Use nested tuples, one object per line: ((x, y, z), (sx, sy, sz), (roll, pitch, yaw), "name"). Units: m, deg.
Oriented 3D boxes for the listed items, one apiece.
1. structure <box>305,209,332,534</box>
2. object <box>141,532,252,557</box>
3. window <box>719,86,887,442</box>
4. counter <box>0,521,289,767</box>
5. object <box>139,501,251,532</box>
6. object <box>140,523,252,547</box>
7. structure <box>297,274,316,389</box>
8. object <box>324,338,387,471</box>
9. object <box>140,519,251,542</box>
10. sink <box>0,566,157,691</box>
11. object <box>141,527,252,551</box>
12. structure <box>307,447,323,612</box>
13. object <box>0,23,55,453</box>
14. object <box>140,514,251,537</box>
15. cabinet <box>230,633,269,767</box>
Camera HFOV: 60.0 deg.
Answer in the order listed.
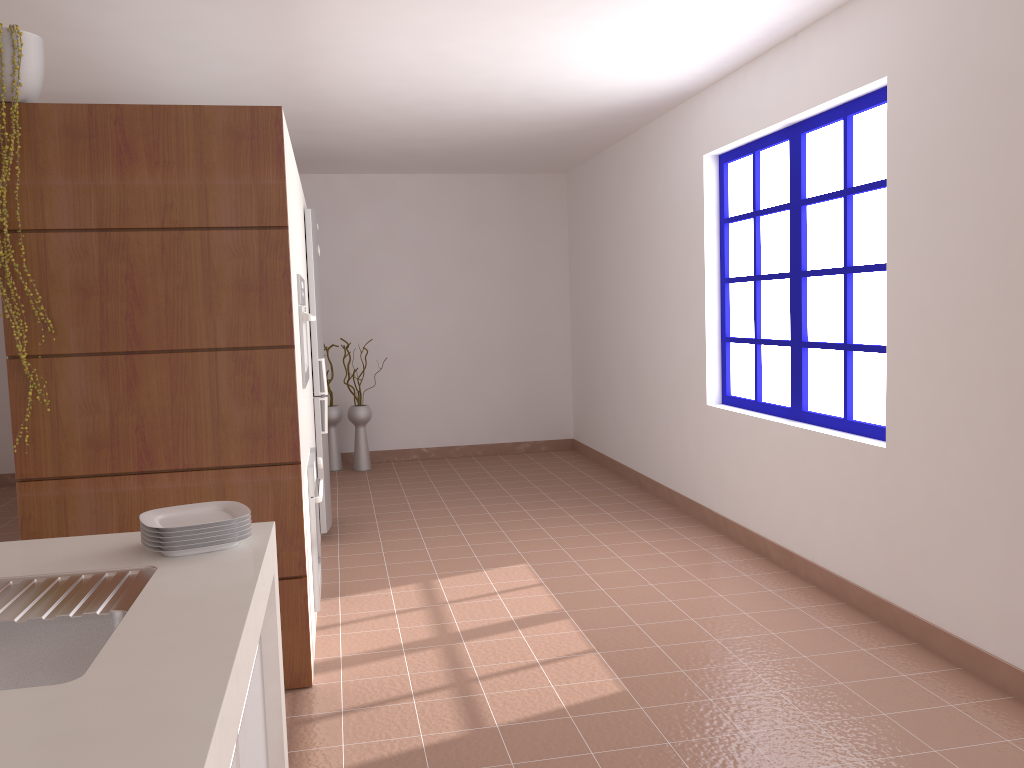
((-1.147, -0.090, 5.288), (0.089, 1.862, 0.604), (-3, 5, -11), "structure")
((-0.706, 0.350, 1.988), (0.228, 0.020, 0.228), (-5, 6, -29), "object")
((1.389, -0.531, 4.302), (0.035, 1.430, 1.699), (-3, 5, -11), "window")
((-0.764, 0.840, 1.098), (0.821, 0.800, 2.156), (-3, 5, -11), "counter")
((-0.708, 0.300, 1.984), (0.228, 0.020, 0.228), (-5, 6, -29), "object")
((-0.707, 0.330, 1.986), (0.228, 0.020, 0.228), (-5, 6, -29), "object")
((-0.874, -0.232, 3.816), (0.056, 0.454, 0.614), (-3, 5, -11), "structure")
((-1.305, 0.168, 7.388), (0.655, 1.112, 0.284), (-1, 5, 8), "object")
((-0.707, 0.320, 1.985), (0.228, 0.020, 0.228), (-5, 6, -29), "object")
((-0.862, 0.404, 1.474), (0.404, 0.368, 0.668), (-3, 5, -11), "sink")
((-0.707, 0.340, 1.987), (0.228, 0.020, 0.228), (-5, 6, -29), "object")
((-0.852, 0.614, 3.889), (0.058, 0.592, 0.596), (-3, 5, -11), "structure")
((-1.617, -0.449, 2.845), (0.279, 1.344, 0.297), (2, 6, 38), "object")
((-0.708, 0.310, 1.985), (0.228, 0.020, 0.228), (-5, 6, -29), "object")
((-0.747, 0.894, 1.048), (0.737, 0.700, 2.048), (-3, 5, -11), "cabinet")
